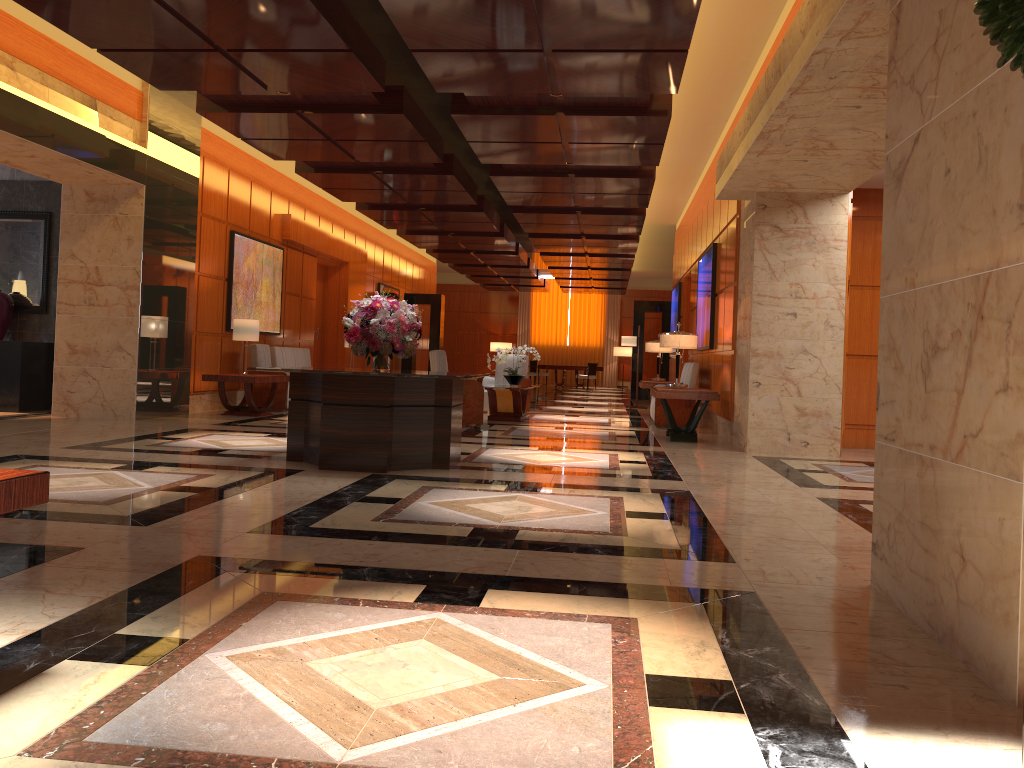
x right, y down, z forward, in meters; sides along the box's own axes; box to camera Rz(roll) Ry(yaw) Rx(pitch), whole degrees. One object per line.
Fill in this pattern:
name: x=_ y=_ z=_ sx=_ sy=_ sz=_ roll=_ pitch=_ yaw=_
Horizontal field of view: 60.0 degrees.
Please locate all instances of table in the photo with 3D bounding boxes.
table: x=-3.535 y=0.147 z=11.874 sx=0.725 sy=0.534 sz=1.167 roll=2 pitch=1 yaw=9
table: x=1.935 y=-0.235 z=29.457 sx=2.106 sy=0.742 sz=0.784 roll=2 pitch=1 yaw=-23
table: x=-1.847 y=0.481 z=2.041 sx=1.168 sy=0.534 sz=0.725 roll=2 pitch=1 yaw=6
table: x=-0.063 y=0.279 z=12.875 sx=0.722 sy=0.496 sz=1.560 roll=2 pitch=1 yaw=9
table: x=2.047 y=0.364 z=10.647 sx=0.725 sy=0.607 sz=1.270 roll=2 pitch=1 yaw=6
table: x=2.500 y=0.267 z=14.844 sx=0.725 sy=0.607 sz=1.270 roll=2 pitch=1 yaw=6
table: x=-1.086 y=0.264 z=7.230 sx=1.600 sy=0.745 sz=1.600 roll=2 pitch=1 yaw=6

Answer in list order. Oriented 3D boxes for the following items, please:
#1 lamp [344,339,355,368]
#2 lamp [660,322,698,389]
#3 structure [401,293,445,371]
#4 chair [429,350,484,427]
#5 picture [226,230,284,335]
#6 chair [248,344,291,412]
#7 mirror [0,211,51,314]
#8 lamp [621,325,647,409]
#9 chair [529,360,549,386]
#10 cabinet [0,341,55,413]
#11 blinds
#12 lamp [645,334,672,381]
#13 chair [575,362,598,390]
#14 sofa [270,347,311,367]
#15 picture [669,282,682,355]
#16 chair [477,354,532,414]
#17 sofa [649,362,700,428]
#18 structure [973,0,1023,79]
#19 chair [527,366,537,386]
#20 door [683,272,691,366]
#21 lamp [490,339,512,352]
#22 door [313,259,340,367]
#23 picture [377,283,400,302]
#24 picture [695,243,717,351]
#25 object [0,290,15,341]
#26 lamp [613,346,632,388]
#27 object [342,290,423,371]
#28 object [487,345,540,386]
lamp: x=0.581 y=-0.319 z=11.516 sx=0.335 sy=0.735 sz=13.008 roll=2 pitch=1 yaw=-35
lamp: x=2.021 y=-0.349 z=10.798 sx=0.459 sy=0.810 sz=0.458 roll=2 pitch=0 yaw=15
structure: x=-2.328 y=-1.094 z=23.143 sx=0.985 sy=2.499 sz=0.500 roll=2 pitch=-1 yaw=6
chair: x=-0.735 y=0.048 z=11.455 sx=0.628 sy=0.961 sz=0.738 roll=2 pitch=0 yaw=-15
picture: x=-3.952 y=-1.510 z=13.745 sx=0.056 sy=1.452 sz=1.996 roll=2 pitch=1 yaw=6
chair: x=-3.502 y=-0.104 z=13.067 sx=0.628 sy=0.961 sz=0.737 roll=2 pitch=0 yaw=5
mirror: x=-6.907 y=-1.610 z=11.622 sx=1.767 sy=1.339 sz=0.029 roll=2 pitch=-1 yaw=6
lamp: x=2.430 y=-0.340 z=17.662 sx=0.526 sy=1.661 sz=0.360 roll=2 pitch=-1 yaw=-4
chair: x=0.888 y=-0.370 z=30.631 sx=0.577 sy=0.894 sz=0.584 roll=2 pitch=0 yaw=34
cabinet: x=-7.002 y=-0.135 z=11.239 sx=2.190 sy=0.868 sz=0.783 roll=2 pitch=0 yaw=6
blinds: x=2.134 y=-2.005 z=33.963 sx=3.853 sy=4.066 sz=0.149 roll=2 pitch=-1 yaw=6
lamp: x=2.466 y=-0.453 z=14.928 sx=0.458 sy=0.794 sz=0.459 roll=2 pitch=0 yaw=-32
chair: x=2.446 y=-0.253 z=28.575 sx=0.584 sy=0.894 sz=0.577 roll=2 pitch=0 yaw=-41
sofa: x=-3.442 y=-0.133 z=14.685 sx=0.613 sy=0.932 sz=1.799 roll=2 pitch=1 yaw=7
picture: x=3.485 y=-1.362 z=18.930 sx=0.056 sy=1.452 sz=1.996 roll=2 pitch=1 yaw=6
chair: x=-0.118 y=-0.008 z=14.387 sx=0.738 sy=0.961 sz=0.628 roll=2 pitch=0 yaw=25
sofa: x=2.389 y=0.136 z=13.140 sx=0.613 sy=0.932 sz=1.799 roll=2 pitch=1 yaw=7
structure: x=1.054 y=-0.239 z=1.371 sx=0.721 sy=1.713 sz=0.722 roll=2 pitch=0 yaw=-16
chair: x=0.439 y=-0.355 z=29.455 sx=0.577 sy=0.894 sz=0.584 roll=2 pitch=0 yaw=44
door: x=3.469 y=-0.768 z=16.647 sx=0.340 sy=2.652 sz=1.537 roll=2 pitch=0 yaw=6
lamp: x=-0.432 y=-0.886 z=33.585 sx=0.810 sy=1.661 sz=0.811 roll=3 pitch=0 yaw=-44
door: x=-3.829 y=-1.073 z=17.420 sx=0.340 sy=2.652 sz=1.499 roll=2 pitch=0 yaw=6
picture: x=-3.067 y=-1.699 z=21.957 sx=0.056 sy=1.452 sz=1.996 roll=2 pitch=1 yaw=6
picture: x=2.856 y=-1.227 z=13.104 sx=0.056 sy=1.452 sz=1.996 roll=2 pitch=1 yaw=6
object: x=-6.870 y=-0.894 z=11.363 sx=0.862 sy=0.652 sz=0.520 roll=2 pitch=0 yaw=5
lamp: x=4.182 y=-0.693 z=33.085 sx=0.810 sy=1.661 sz=0.811 roll=3 pitch=0 yaw=-44
object: x=-1.059 y=-0.439 z=7.257 sx=0.649 sy=0.658 sz=0.680 roll=2 pitch=0 yaw=-3
object: x=0.027 y=-0.278 z=12.994 sx=0.788 sy=0.617 sz=0.417 roll=2 pitch=0 yaw=-17
